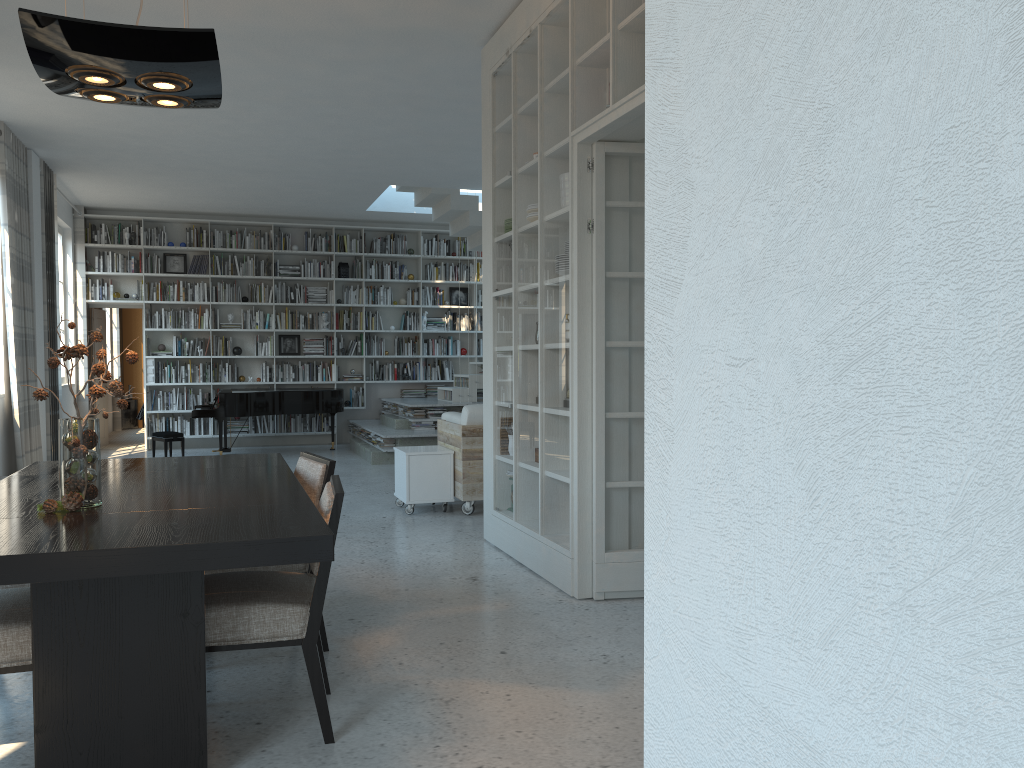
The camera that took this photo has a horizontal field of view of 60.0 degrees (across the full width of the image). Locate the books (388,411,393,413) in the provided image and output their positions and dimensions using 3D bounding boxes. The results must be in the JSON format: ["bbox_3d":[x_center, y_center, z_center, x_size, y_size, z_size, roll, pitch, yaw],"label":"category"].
[{"bbox_3d":[-1.626,0.392,12.492,0.183,0.012,0.296,-1,2,-19],"label":"books"}]

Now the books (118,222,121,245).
[{"bbox_3d":[-5.264,-2.002,11.902,0.029,0.315,0.129,-1,2,-18],"label":"books"}]

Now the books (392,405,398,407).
[{"bbox_3d":[-1.538,0.301,12.215,0.187,0.009,0.261,-1,2,-19],"label":"books"}]

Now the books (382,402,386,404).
[{"bbox_3d":[-1.804,0.277,13.056,0.167,0.008,0.234,-1,2,-19],"label":"books"}]

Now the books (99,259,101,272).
[{"bbox_3d":[-5.493,-1.571,11.851,0.024,0.192,0.138,-1,2,-18],"label":"books"}]

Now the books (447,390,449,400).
[{"bbox_3d":[-0.836,0.152,12.318,0.125,0.125,0.008,-1,2,-18],"label":"books"}]

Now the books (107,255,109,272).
[{"bbox_3d":[-5.398,-1.595,11.872,0.024,0.239,0.155,-1,2,-18],"label":"books"}]

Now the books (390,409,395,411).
[{"bbox_3d":[-1.622,0.362,12.492,0.164,0.023,0.242,-1,2,-14],"label":"books"}]

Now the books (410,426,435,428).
[{"bbox_3d":[-1.119,0.531,11.058,0.285,0.008,0.159,-1,2,-20],"label":"books"}]

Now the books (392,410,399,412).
[{"bbox_3d":[-1.535,0.376,12.219,0.178,0.014,0.247,-1,2,-20],"label":"books"}]

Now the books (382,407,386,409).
[{"bbox_3d":[-1.812,0.344,13.056,0.175,0.017,0.265,-1,2,-15],"label":"books"}]

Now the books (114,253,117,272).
[{"bbox_3d":[-5.311,-1.611,11.885,0.013,0.269,0.162,-1,2,-18],"label":"books"}]

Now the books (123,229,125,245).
[{"bbox_3d":[-5.204,-1.958,11.919,0.021,0.226,0.156,-1,2,-18],"label":"books"}]

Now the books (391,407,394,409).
[{"bbox_3d":[-1.611,0.341,12.495,0.154,0.018,0.220,-1,2,-19],"label":"books"}]

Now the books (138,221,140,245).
[{"bbox_3d":[-5.033,-2.016,11.965,0.014,0.338,0.167,-1,2,-18],"label":"books"}]

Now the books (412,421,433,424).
[{"bbox_3d":[-1.118,0.476,11.052,0.234,0.025,0.157,-1,2,-23],"label":"books"}]

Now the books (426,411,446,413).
[{"bbox_3d":[-0.957,0.349,11.209,0.230,0.015,0.190,-1,1,-13],"label":"books"}]

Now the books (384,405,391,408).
[{"bbox_3d":[-1.727,0.321,12.776,0.189,0.030,0.237,-1,2,-21],"label":"books"}]

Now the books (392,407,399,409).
[{"bbox_3d":[-1.534,0.326,12.217,0.179,0.017,0.293,-1,2,-17],"label":"books"}]

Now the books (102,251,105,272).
[{"bbox_3d":[-5.440,-1.616,11.835,0.023,0.282,0.186,-1,2,-18],"label":"books"}]

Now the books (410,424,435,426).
[{"bbox_3d":[-1.119,0.505,11.054,0.292,0.012,0.159,-1,2,-15],"label":"books"}]

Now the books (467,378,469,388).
[{"bbox_3d":[-0.536,-0.012,11.872,0.125,0.125,0.011,-1,2,-18],"label":"books"}]

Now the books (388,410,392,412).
[{"bbox_3d":[-1.630,0.380,12.490,0.190,0.012,0.235,-1,2,-20],"label":"books"}]

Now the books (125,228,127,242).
[{"bbox_3d":[-5.178,-1.967,11.913,0.025,0.244,0.167,-1,2,-18],"label":"books"}]

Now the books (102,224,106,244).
[{"bbox_3d":[-5.439,-1.984,11.830,0.028,0.283,0.189,-1,2,-18],"label":"books"}]

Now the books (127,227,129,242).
[{"bbox_3d":[-5.159,-1.972,11.929,0.021,0.253,0.179,-1,2,-18],"label":"books"}]

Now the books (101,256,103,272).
[{"bbox_3d":[-5.463,-1.589,11.833,0.022,0.228,0.171,-1,2,-18],"label":"books"}]

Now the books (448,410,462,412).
[{"bbox_3d":[-0.694,0.342,11.305,0.203,0.011,0.173,-1,2,-23],"label":"books"}]

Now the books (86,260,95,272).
[{"bbox_3d":[-5.605,-1.561,11.811,0.121,0.176,0.129,-1,2,-18],"label":"books"}]

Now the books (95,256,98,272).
[{"bbox_3d":[-5.528,-1.583,11.824,0.034,0.218,0.166,-1,2,-18],"label":"books"}]

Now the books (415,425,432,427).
[{"bbox_3d":[-1.117,0.517,11.051,0.210,0.012,0.168,-1,1,-14],"label":"books"}]

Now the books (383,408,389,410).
[{"bbox_3d":[-1.803,0.361,13.059,0.163,0.017,0.232,-1,2,-16],"label":"books"}]

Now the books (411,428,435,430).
[{"bbox_3d":[-1.113,0.554,11.040,0.262,0.023,0.200,-1,2,-20],"label":"books"}]

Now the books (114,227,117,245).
[{"bbox_3d":[-5.306,-1.973,11.893,0.030,0.257,0.130,-1,2,-18],"label":"books"}]

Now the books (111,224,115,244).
[{"bbox_3d":[-5.334,-1.985,11.864,0.039,0.283,0.181,-1,2,-18],"label":"books"}]

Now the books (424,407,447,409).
[{"bbox_3d":[-0.969,0.306,11.244,0.261,0.016,0.128,-1,2,-19],"label":"books"}]

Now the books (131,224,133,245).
[{"bbox_3d":[-5.119,-1.992,11.951,0.013,0.292,0.154,-1,2,-18],"label":"books"}]

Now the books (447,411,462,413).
[{"bbox_3d":[-0.696,0.353,11.312,0.245,0.013,0.172,-1,2,-19],"label":"books"}]

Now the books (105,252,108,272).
[{"bbox_3d":[-5.423,-1.619,11.864,0.028,0.288,0.132,-1,2,-18],"label":"books"}]

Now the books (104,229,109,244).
[{"bbox_3d":[-5.408,-1.945,11.831,0.030,0.206,0.175,-1,2,-18],"label":"books"}]

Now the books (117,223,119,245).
[{"bbox_3d":[-5.281,-1.996,11.886,0.014,0.304,0.145,-1,2,-18],"label":"books"}]

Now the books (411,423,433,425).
[{"bbox_3d":[-1.123,0.493,11.066,0.257,0.010,0.132,-1,2,-14],"label":"books"}]

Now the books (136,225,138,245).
[{"bbox_3d":[-5.052,-1.990,11.965,0.022,0.287,0.175,-1,2,-18],"label":"books"}]

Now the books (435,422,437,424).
[{"bbox_3d":[-0.852,0.486,11.153,0.220,0.013,0.149,-1,2,-19],"label":"books"}]

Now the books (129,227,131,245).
[{"bbox_3d":[-5.135,-1.975,11.934,0.027,0.259,0.147,-1,2,-18],"label":"books"}]

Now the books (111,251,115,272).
[{"bbox_3d":[-5.338,-1.622,11.884,0.037,0.292,0.155,-1,2,-18],"label":"books"}]

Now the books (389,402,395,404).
[{"bbox_3d":[-1.625,0.268,12.488,0.165,0.015,0.243,-1,2,-23],"label":"books"}]

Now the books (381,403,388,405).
[{"bbox_3d":[-1.814,0.289,13.053,0.171,0.015,0.252,-1,2,-23],"label":"books"}]

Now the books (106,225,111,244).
[{"bbox_3d":[-5.374,-1.974,11.835,0.057,0.263,0.190,-1,2,-18],"label":"books"}]

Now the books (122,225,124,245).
[{"bbox_3d":[-5.220,-1.982,11.913,0.013,0.275,0.158,-1,2,-18],"label":"books"}]

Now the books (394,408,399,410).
[{"bbox_3d":[-1.526,0.344,12.220,0.159,0.018,0.203,-1,2,-20],"label":"books"}]

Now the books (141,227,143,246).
[{"bbox_3d":[-4.981,-1.973,11.951,0.024,0.252,0.235,-1,2,-18],"label":"books"}]

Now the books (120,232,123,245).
[{"bbox_3d":[-5.235,-1.938,11.903,0.024,0.187,0.159,-1,2,-18],"label":"books"}]

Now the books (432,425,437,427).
[{"bbox_3d":[-0.850,0.522,11.147,0.272,0.012,0.158,-1,2,-20],"label":"books"}]

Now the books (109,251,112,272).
[{"bbox_3d":[-5.359,-1.618,11.857,0.021,0.286,0.179,-1,2,-18],"label":"books"}]

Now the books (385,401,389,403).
[{"bbox_3d":[-1.721,0.252,12.776,0.171,0.020,0.193,-1,2,-23],"label":"books"}]

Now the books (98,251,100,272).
[{"bbox_3d":[-5.507,-1.623,11.832,0.011,0.297,0.162,-1,2,-18],"label":"books"}]

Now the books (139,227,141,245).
[{"bbox_3d":[-5.016,-1.977,11.978,0.025,0.259,0.138,-1,2,-18],"label":"books"}]

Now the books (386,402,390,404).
[{"bbox_3d":[-1.711,0.278,12.780,0.163,0.018,0.289,-1,2,-19],"label":"books"}]
